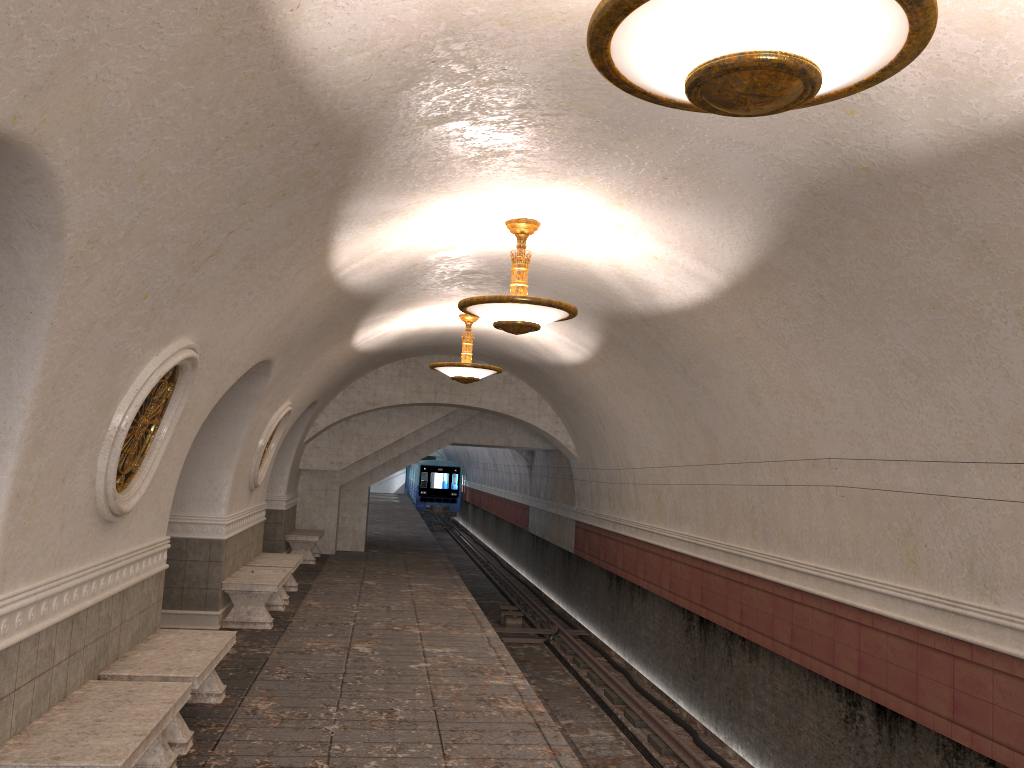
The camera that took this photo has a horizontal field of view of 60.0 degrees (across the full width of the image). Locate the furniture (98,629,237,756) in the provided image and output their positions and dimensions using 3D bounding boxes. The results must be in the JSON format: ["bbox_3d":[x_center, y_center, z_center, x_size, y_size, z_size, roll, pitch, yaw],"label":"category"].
[{"bbox_3d":[-2.430,2.162,6.355,0.613,0.508,1.509,4,-5,-8],"label":"furniture"}]

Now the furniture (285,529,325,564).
[{"bbox_3d":[-3.925,3.067,16.793,0.613,0.508,1.509,4,-5,-8],"label":"furniture"}]

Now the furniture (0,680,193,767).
[{"bbox_3d":[-2.192,2.018,4.697,0.613,0.508,1.509,4,-5,-8],"label":"furniture"}]

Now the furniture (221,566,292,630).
[{"bbox_3d":[-3.035,2.528,10.577,0.613,0.508,1.509,4,-5,-8],"label":"furniture"}]

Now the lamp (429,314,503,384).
[{"bbox_3d":[-0.619,-0.471,12.235,1.008,0.955,1.008,-1,-7,38],"label":"lamp"}]

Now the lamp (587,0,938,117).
[{"bbox_3d":[0.746,-1.297,2.710,1.008,0.955,1.008,2,-5,8],"label":"lamp"}]

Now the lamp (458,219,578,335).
[{"bbox_3d":[0.064,-0.884,7.472,1.008,0.955,1.008,2,-5,8],"label":"lamp"}]

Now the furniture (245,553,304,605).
[{"bbox_3d":[-3.272,2.672,12.236,0.613,0.508,1.509,4,-5,-8],"label":"furniture"}]
